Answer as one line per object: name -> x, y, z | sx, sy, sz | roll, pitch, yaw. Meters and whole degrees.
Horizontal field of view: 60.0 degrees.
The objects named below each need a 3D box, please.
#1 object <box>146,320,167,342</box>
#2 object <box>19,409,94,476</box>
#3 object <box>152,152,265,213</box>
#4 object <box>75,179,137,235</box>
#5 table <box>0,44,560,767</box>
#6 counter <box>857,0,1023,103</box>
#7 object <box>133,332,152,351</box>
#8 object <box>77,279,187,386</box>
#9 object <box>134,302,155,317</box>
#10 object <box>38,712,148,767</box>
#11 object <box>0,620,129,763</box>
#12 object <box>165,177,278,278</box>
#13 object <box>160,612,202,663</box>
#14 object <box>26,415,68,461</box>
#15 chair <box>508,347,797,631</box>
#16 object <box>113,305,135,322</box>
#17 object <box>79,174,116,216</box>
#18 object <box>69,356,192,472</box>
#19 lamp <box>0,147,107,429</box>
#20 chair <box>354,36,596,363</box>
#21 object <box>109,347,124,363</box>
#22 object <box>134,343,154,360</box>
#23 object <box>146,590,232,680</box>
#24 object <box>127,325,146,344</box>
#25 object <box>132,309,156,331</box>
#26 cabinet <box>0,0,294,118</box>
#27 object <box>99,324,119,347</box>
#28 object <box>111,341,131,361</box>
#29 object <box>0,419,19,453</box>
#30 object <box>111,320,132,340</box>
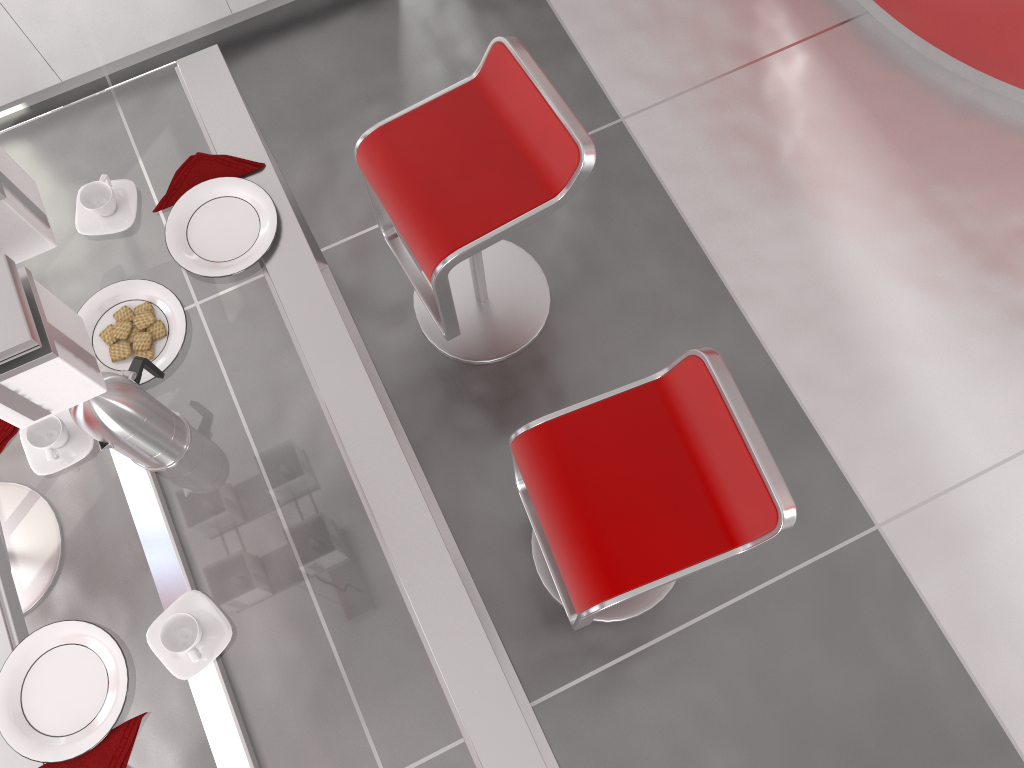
object -> -0.652, -0.098, 1.625 | 0.034, 0.006, 0.036 | -26, 72, -7
object -> -0.799, 0.096, 1.562 | 0.119, 0.016, 0.119 | -27, 72, -7
object -> -0.606, -0.416, 1.734 | 0.234, 0.012, 0.095 | -25, 72, -7
object -> -0.781, -0.339, 1.713 | 0.119, 0.016, 0.119 | -6, 71, 0
table -> -0.587, 0.344, 2.005 | 0.800, 1.000, 1.700 | -25, 72, -7
counter -> 1.888, -1.834, 2.739 | 2.865, 0.880, 1.868 | 7, 71, 4
object -> -0.672, -0.078, 1.612 | 0.034, 0.006, 0.036 | -3, 71, 1
object -> -0.700, -0.092, 1.623 | 0.217, 0.015, 0.217 | 10, 72, 6
object -> -0.679, -0.133, 1.638 | 0.034, 0.006, 0.036 | -25, 72, -7
object -> -0.662, 0.609, 1.380 | 0.234, 0.012, 0.095 | -26, 72, -7
object -> -0.719, 0.490, 1.421 | 0.217, 0.015, 0.217 | -2, 71, 1
object -> -0.551, -0.298, 1.689 | 0.217, 0.015, 0.217 | 9, 71, 5
object -> -0.523, 0.407, 1.418 | 0.062, 0.049, 0.078 | -4, 71, 1
object -> -0.801, 0.095, 1.537 | 0.062, 0.049, 0.078 | 13, 72, 6
chair -> 0.270, 0.298, 2.067 | 0.460, 0.857, 0.418 | -20, 71, -5
object -> -0.715, -0.125, 1.637 | 0.034, 0.006, 0.036 | -41, 74, -11
object -> -0.785, -0.354, 1.692 | 0.062, 0.049, 0.078 | -25, 72, -7
object -> -0.629, 0.037, 1.431 | 0.113, 0.287, 0.149 | -17, 71, -4
lamp -> -0.662, -0.224, 0.523 | 0.304, 1.025, 0.304 | -25, 72, -7
chair -> -0.089, -0.412, 2.326 | 0.460, 0.857, 0.418 | -30, 72, -8
object -> -0.714, -0.059, 1.613 | 0.036, 0.006, 0.034 | -21, 71, -5
object -> -0.669, -0.058, 1.612 | 0.036, 0.006, 0.034 | -5, 71, 0
object -> -0.523, 0.408, 1.444 | 0.119, 0.016, 0.119 | 42, 77, 15
object -> -0.688, -0.092, 1.624 | 0.034, 0.006, 0.036 | -8, 71, -1
object -> -0.675, -0.118, 1.626 | 0.036, 0.006, 0.034 | -36, 73, -10
cabinet -> -1.361, -1.497, 2.736 | 1.802, 0.880, 0.610 | -25, 72, -7
object -> -0.735, -0.090, 1.625 | 0.036, 0.006, 0.034 | 41, 77, 14
object -> -0.709, -0.060, 1.608 | 0.036, 0.006, 0.034 | -14, 71, -3
object -> -0.935, 0.090, 1.570 | 0.234, 0.012, 0.095 | -26, 72, -7
object -> -0.713, -0.099, 1.621 | 0.034, 0.006, 0.036 | 10, 71, 5
